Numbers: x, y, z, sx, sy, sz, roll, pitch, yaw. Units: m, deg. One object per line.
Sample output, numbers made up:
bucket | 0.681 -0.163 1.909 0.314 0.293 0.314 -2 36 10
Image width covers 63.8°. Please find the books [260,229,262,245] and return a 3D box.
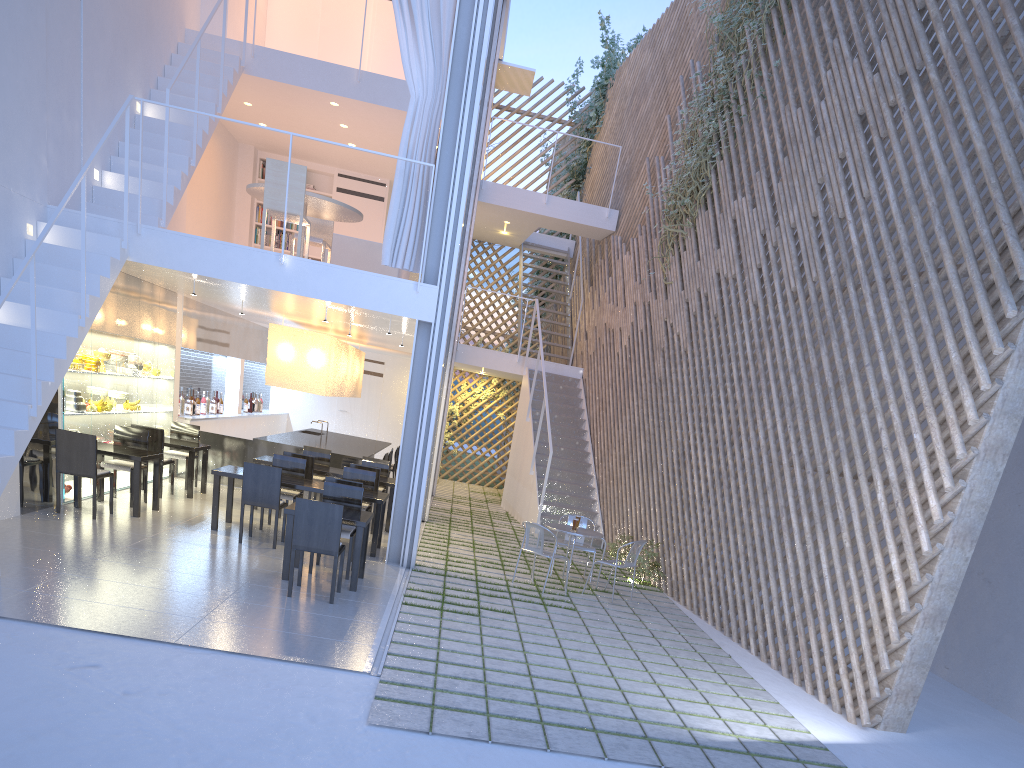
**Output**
books | -2.210 -1.292 7.278 0.007 0.138 0.088 9 12 -3

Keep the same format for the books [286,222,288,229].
books | -1.989 -1.429 7.256 0.006 0.138 0.065 9 14 -3

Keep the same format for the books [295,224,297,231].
books | -1.894 -1.412 7.256 0.007 0.138 0.088 9 12 -3

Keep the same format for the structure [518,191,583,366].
structure | 0.388 -1.150 8.465 0.542 2.022 1.144 7 13 -9

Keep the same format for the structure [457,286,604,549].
structure | 0.151 0.222 7.052 1.198 2.102 1.800 8 10 -11

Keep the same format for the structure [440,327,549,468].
structure | -0.284 0.204 9.606 1.153 2.145 0.262 9 17 -6

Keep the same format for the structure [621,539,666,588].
structure | 0.870 1.158 5.366 0.300 0.347 0.289 7 10 -20

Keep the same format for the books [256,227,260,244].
books | -2.242 -1.305 7.276 0.015 0.152 0.081 9 13 -3

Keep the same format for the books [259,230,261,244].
books | -2.218 -1.289 7.281 0.006 0.130 0.082 9 12 -3

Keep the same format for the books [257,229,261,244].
books | -2.228 -1.295 7.277 0.015 0.138 0.087 9 12 -3

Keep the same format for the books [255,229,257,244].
books | -2.255 -1.298 7.274 0.006 0.132 0.087 9 12 -3

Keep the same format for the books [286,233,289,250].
books | -1.984 -1.256 7.305 0.009 0.156 0.082 9 13 -3

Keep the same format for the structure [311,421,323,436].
structure | -1.793 0.405 7.542 0.113 0.133 0.031 9 16 -6

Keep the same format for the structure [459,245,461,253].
structure | -0.362 -0.681 4.891 0.028 0.586 1.593 9 1 -3

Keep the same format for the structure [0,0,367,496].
structure | -1.262 -0.884 3.856 1.742 3.547 3.384 9 8 -4

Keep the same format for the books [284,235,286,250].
books | -2.015 -1.249 7.308 0.018 0.130 0.078 9 12 -3

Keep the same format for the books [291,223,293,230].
books | -1.927 -1.425 7.253 0.015 0.152 0.081 9 13 -3

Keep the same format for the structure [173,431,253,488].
structure | -2.204 0.546 6.060 0.561 0.398 0.011 10 17 -6

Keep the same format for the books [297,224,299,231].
books | -1.880 -1.410 7.269 0.021 0.140 0.064 9 14 -4

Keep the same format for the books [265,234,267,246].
books | -2.178 -1.269 7.303 0.021 0.106 0.057 9 13 -4

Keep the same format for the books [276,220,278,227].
books | -2.055 -1.439 7.243 0.018 0.130 0.078 9 12 -3

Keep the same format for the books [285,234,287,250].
books | -2.000 -1.253 7.302 0.008 0.144 0.087 9 12 -3

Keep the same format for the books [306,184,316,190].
books | -1.762 -1.720 7.171 0.095 0.022 0.059 11 1 0

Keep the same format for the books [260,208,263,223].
books | -2.184 -1.466 7.224 0.021 0.132 0.084 9 12 -3

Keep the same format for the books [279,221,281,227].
books | -2.030 -1.447 7.240 0.009 0.156 0.082 9 13 -3

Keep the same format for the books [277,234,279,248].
books | -2.069 -1.259 7.303 0.006 0.129 0.074 9 13 -3

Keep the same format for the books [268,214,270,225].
books | -2.128 -1.456 7.232 0.015 0.135 0.081 9 12 -3

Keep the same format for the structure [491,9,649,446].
structure | 0.474 -1.379 9.920 1.126 4.852 3.019 8 12 -6

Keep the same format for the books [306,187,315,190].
books | -1.769 -1.698 7.182 0.095 0.022 0.059 11 1 -6

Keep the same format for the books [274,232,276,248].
books | -2.095 -1.268 7.296 0.015 0.135 0.081 9 12 -3

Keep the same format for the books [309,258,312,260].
books | -1.811 -1.042 7.385 0.015 0.164 0.079 9 14 -3

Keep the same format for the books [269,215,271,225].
books | -2.111 -1.466 7.230 0.015 0.164 0.079 9 14 -3

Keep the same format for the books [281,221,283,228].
books | -2.011 -1.443 7.244 0.011 0.156 0.078 9 13 -3

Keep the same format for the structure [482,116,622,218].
structure | 0.345 -1.887 7.190 1.149 0.612 0.024 10 17 -6

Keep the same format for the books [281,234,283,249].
books | -2.031 -1.254 7.302 0.015 0.133 0.085 9 12 -3

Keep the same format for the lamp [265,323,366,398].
lamp | -1.619 -0.150 7.028 0.451 0.448 2.164 10 -1 -3

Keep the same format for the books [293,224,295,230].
books | -1.912 -1.415 7.254 0.015 0.138 0.087 9 12 -3

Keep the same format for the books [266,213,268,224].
books | -2.142 -1.467 7.232 0.015 0.153 0.072 9 14 -3

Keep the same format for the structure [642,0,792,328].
structure | 1.442 -1.759 5.093 0.751 2.919 2.154 6 11 -12

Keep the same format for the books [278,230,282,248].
books | -2.057 -1.274 7.298 0.011 0.164 0.075 9 14 -3

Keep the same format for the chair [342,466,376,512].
chair | -0.930 0.724 4.836 0.193 0.471 0.216 9 14 -4

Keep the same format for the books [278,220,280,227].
books | -2.039 -1.446 7.240 0.010 0.151 0.081 9 13 -3

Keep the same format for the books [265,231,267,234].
books | -2.196 -1.289 7.292 0.021 0.140 0.064 9 14 -4

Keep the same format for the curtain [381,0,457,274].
curtain | -0.487 -1.819 3.691 0.520 2.598 0.087 7 18 -8

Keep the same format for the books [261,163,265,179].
books | -2.150 -1.827 7.107 0.006 0.132 0.087 9 12 -3

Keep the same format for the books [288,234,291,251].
books | -1.968 -1.250 7.308 0.010 0.151 0.081 9 13 -3

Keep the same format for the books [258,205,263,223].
books | -2.207 -1.480 7.220 0.015 0.152 0.081 9 13 -3

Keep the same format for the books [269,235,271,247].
books | -2.137 -1.261 7.308 0.021 0.106 0.057 9 13 -4

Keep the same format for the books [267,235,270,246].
books | -2.157 -1.265 7.305 0.021 0.106 0.057 9 13 -4

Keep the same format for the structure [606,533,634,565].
structure | 0.809 1.203 5.982 0.266 0.280 0.245 11 9 2

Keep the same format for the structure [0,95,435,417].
structure | -1.143 -0.256 3.381 1.376 1.921 1.323 9 11 -5

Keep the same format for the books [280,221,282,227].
books | -2.021 -1.444 7.244 0.008 0.156 0.076 9 14 -3

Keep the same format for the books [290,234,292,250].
books | -1.957 -1.250 7.310 0.011 0.156 0.078 9 13 -3

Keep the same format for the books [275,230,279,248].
books | -2.078 -1.278 7.294 0.015 0.164 0.079 9 14 -3

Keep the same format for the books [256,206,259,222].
books | -2.222 -1.476 7.217 0.015 0.138 0.087 9 12 -3

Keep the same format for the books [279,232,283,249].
books | -2.045 -1.266 7.303 0.015 0.153 0.072 9 14 -3

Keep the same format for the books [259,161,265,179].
books | -2.159 -1.838 7.106 0.015 0.152 0.081 9 13 -3

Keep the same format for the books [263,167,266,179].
books | -2.140 -1.811 7.128 0.021 0.106 0.057 9 13 -4

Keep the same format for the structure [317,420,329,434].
structure | -1.812 0.412 7.859 0.113 0.133 0.031 9 16 -6
